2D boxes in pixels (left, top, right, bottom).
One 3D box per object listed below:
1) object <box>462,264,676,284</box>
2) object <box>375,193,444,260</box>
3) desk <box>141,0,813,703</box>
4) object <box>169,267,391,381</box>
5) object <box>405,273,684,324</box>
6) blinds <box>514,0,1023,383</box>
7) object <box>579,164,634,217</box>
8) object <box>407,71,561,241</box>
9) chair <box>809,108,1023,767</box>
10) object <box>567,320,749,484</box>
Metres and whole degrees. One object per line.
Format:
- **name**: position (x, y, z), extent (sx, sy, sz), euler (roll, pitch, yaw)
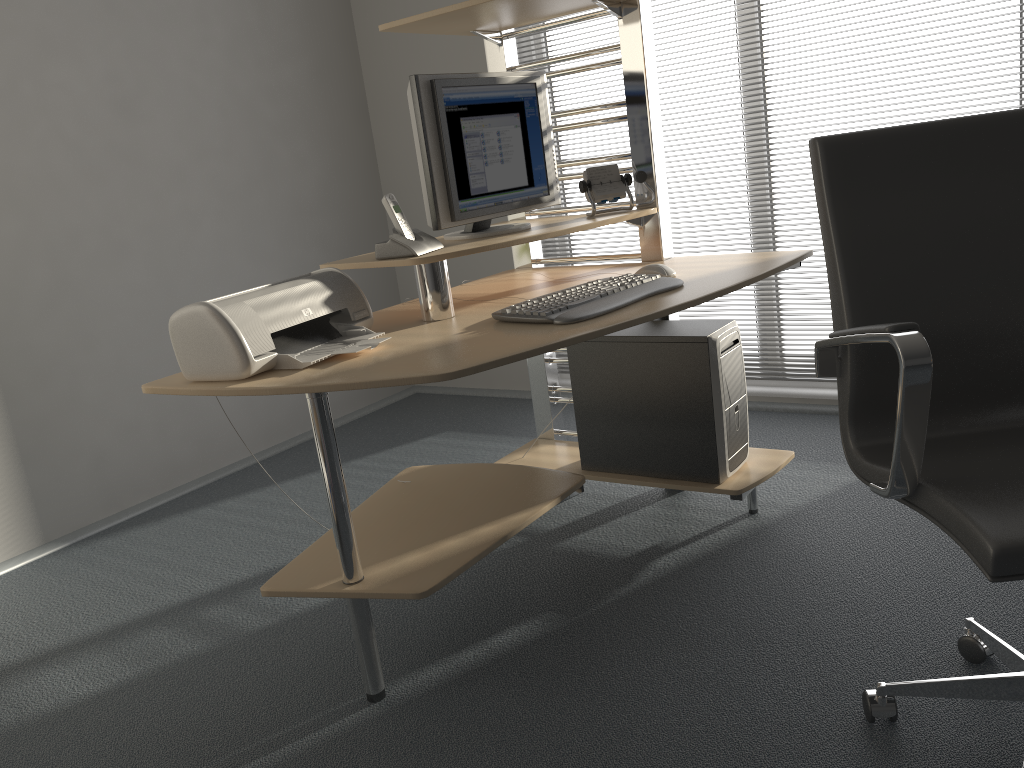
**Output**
- **object**: position (0.158, -0.299, 2.556), extent (0.742, 0.088, 0.168), euler (3, 18, 38)
- **object**: position (-0.261, -0.392, 2.162), extent (0.119, 0.151, 0.150), euler (-2, 15, 22)
- **desk**: position (0.013, -0.231, 2.131), extent (0.967, 1.566, 1.469), euler (2, 18, 36)
- **object**: position (-0.447, -0.142, 1.907), extent (0.351, 0.162, 0.438), euler (0, 16, 28)
- **object**: position (-0.010, -0.200, 2.275), extent (0.814, 0.082, 0.478), euler (6, 20, 43)
- **blinds**: position (0.815, -1.339, 3.207), extent (1.950, 2.749, 0.037), euler (2, 18, 36)
- **object**: position (0.270, -0.560, 2.557), extent (0.154, 0.135, 0.093), euler (-12, 15, -16)
- **object**: position (-0.089, -0.624, 2.430), extent (0.516, 0.418, 0.245), euler (-19, 18, -37)
- **chair**: position (0.847, 0.104, 1.418), extent (0.584, 1.048, 0.652), euler (-7, 14, 2)
- **object**: position (0.432, 0.041, 2.601), extent (0.471, 0.422, 0.199), euler (2, 18, 36)
